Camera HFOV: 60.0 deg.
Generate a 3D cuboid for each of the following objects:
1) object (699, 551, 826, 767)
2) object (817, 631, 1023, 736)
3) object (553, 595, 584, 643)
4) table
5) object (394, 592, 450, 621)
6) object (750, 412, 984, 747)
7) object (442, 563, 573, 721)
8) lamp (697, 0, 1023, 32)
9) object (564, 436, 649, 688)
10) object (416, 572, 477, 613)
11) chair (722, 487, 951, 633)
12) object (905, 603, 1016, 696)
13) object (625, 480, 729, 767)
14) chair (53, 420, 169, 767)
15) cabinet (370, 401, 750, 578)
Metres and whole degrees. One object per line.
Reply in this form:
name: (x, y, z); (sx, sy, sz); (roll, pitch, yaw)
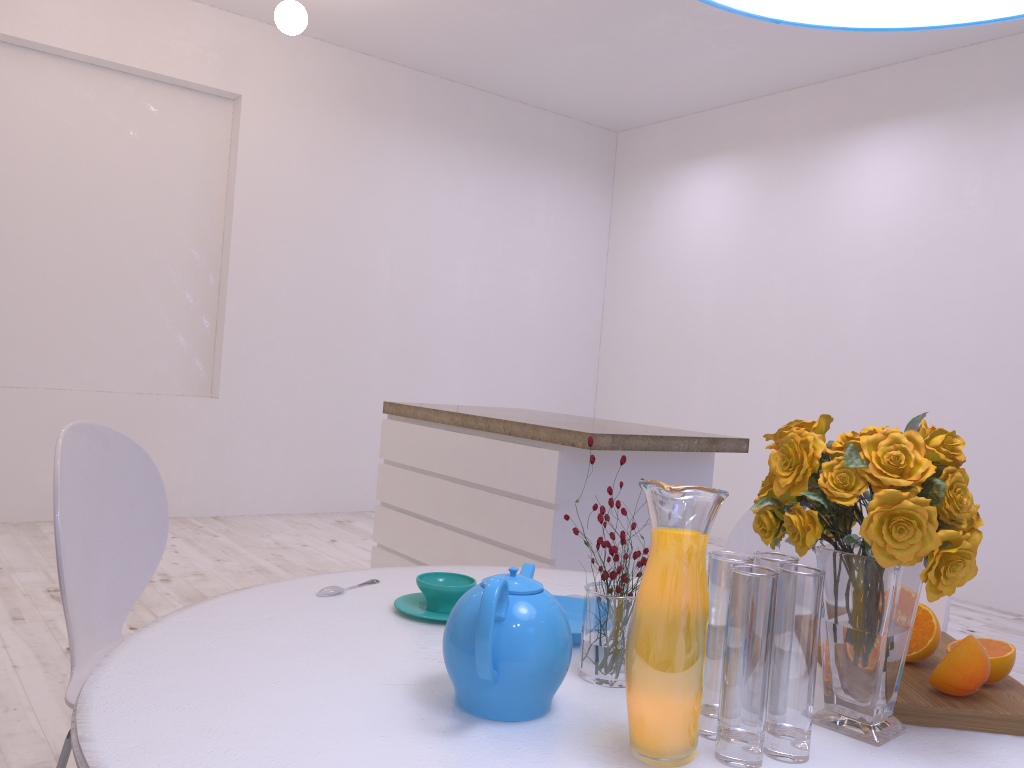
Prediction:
object: (0.249, 0.272, 0.898); (0.101, 0.186, 0.122); (5, 1, -7)
object: (0.522, 0.373, 1.157); (0.224, 0.024, 0.347); (5, 1, 3)
object: (0.063, 0.334, 1.255); (0.196, 0.023, 0.196); (5, 1, 41)
table: (0.073, 0.665, 1.084); (1.140, 0.629, 1.140); (5, 1, -8)
object: (-0.099, 0.327, 1.293); (0.147, 0.011, 0.147); (4, 1, -34)
object: (0.382, 0.199, 0.980); (0.235, 0.351, 0.234); (5, 1, 18)
object: (-0.006, 0.268, 0.948); (0.156, 0.151, 0.150); (4, 1, -33)
lamp: (0.444, -1.377, 0.736); (0.568, 1.948, 0.568); (5, 1, -2)
object: (0.117, 0.209, 1.068); (0.128, 0.287, 0.128); (4, 1, -35)
object: (-0.097, 0.306, 1.293); (0.088, 0.043, 0.088); (4, 1, -29)
chair: (0.384, 0.579, 1.426); (0.483, 0.845, 0.604); (4, 1, -37)
object: (0.547, 0.326, 1.142); (0.129, 0.075, 0.285); (5, 1, 0)
object: (0.152, 0.225, 0.855); (0.094, 0.267, 0.116); (5, 1, -10)
chair: (-0.538, 0.502, 1.531); (0.483, 0.845, 0.604); (5, 1, -2)
cabinet: (0.095, 0.536, 3.030); (0.654, 0.842, 1.167); (4, 1, -37)
